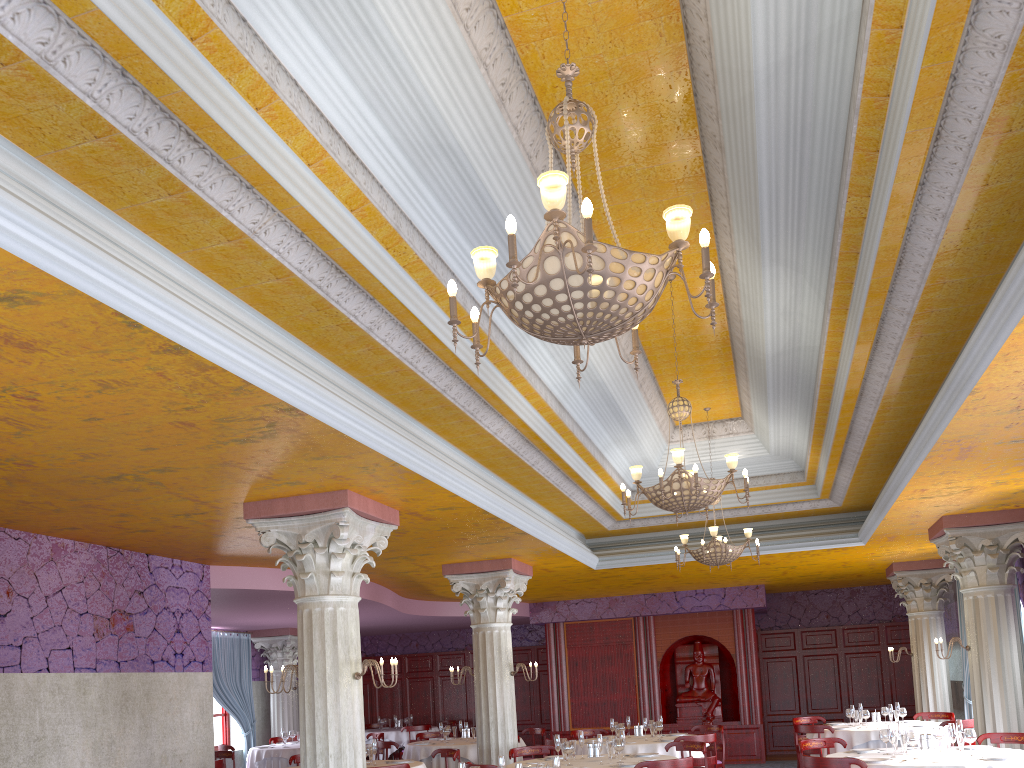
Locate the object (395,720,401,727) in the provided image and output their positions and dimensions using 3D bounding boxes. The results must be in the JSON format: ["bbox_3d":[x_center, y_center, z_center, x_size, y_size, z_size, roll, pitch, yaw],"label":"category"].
[{"bbox_3d":[-2.736,8.101,20.471,0.144,0.205,0.074,-3,-6,-3],"label":"object"}]

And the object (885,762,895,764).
[{"bbox_3d":[3.612,3.586,8.110,0.255,0.003,0.023,8,-22,-28],"label":"object"}]

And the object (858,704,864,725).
[{"bbox_3d":[5.525,5.226,13.556,0.074,0.325,0.076,1,-7,-37],"label":"object"}]

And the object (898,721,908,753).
[{"bbox_3d":[4.101,3.705,8.996,0.074,0.325,0.076,-2,-6,-15],"label":"object"}]

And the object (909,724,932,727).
[{"bbox_3d":[5.962,4.985,12.493,0.315,0.023,0.327,-9,-20,16],"label":"object"}]

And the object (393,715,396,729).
[{"bbox_3d":[-2.844,8.190,20.773,0.074,0.325,0.076,-4,-6,8],"label":"object"}]

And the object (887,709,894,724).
[{"bbox_3d":[5.909,5.185,13.357,0.087,0.230,0.086,-9,-9,41],"label":"object"}]

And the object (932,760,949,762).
[{"bbox_3d":[3.993,3.516,7.977,0.160,0.009,0.166,9,-23,-31],"label":"object"}]

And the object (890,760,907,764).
[{"bbox_3d":[3.632,3.565,8.078,0.257,0.019,0.057,6,-20,-23],"label":"object"}]

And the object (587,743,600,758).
[{"bbox_3d":[0.936,4.189,9.845,0.144,0.205,0.074,-3,-6,-3],"label":"object"}]

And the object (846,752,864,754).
[{"bbox_3d":[3.686,3.953,9.171,0.022,0.003,0.265,7,-22,-26],"label":"object"}]

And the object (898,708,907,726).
[{"bbox_3d":[5.889,5.015,12.906,0.124,0.256,0.124,-8,-9,30],"label":"object"}]

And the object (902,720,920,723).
[{"bbox_3d":[6.280,5.331,13.528,0.315,0.023,0.327,-9,-20,16],"label":"object"}]

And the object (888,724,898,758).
[{"bbox_3d":[3.794,3.564,8.547,0.075,0.325,0.075,-6,-6,30],"label":"object"}]

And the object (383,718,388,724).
[{"bbox_3d":[-3.063,8.199,20.664,0.123,0.256,0.126,3,-10,-37],"label":"object"}]

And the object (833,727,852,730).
[{"bbox_3d":[4.927,5.149,12.805,0.315,0.023,0.327,-9,-20,16],"label":"object"}]

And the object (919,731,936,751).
[{"bbox_3d":[4.209,3.615,8.695,0.144,0.205,0.074,-3,-6,-3],"label":"object"}]

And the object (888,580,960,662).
[{"bbox_3d":[4.793,1.777,5.579,2.107,3.457,30.453,-5,-19,16],"label":"object"}]

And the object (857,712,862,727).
[{"bbox_3d":[5.287,5.090,12.993,0.086,0.230,0.088,-3,-7,-3],"label":"object"}]

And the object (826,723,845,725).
[{"bbox_3d":[5.244,5.494,13.840,0.315,0.023,0.327,-9,-20,16],"label":"object"}]

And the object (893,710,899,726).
[{"bbox_3d":[5.779,5.020,12.865,0.086,0.230,0.088,-3,-7,-3],"label":"object"}]

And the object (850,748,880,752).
[{"bbox_3d":[3.821,3.973,9.280,0.313,0.023,0.330,1,-20,-13],"label":"object"}]

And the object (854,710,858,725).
[{"bbox_3d":[5.417,5.255,13.485,0.086,0.230,0.088,-3,-7,-3],"label":"object"}]

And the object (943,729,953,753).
[{"bbox_3d":[4.485,3.664,8.797,0.087,0.230,0.086,-9,-9,41],"label":"object"}]

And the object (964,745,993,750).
[{"bbox_3d":[4.856,3.810,8.968,0.315,0.023,0.327,-9,-20,16],"label":"object"}]

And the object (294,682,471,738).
[{"bbox_3d":[-2.680,6.344,16.866,0.356,1.145,5.862,3,-17,-44],"label":"object"}]

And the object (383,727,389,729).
[{"bbox_3d":[-3.124,8.459,21.057,0.313,0.023,0.330,-2,-19,-3],"label":"object"}]

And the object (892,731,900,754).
[{"bbox_3d":[3.993,3.734,8.925,0.086,0.230,0.088,-5,-7,19],"label":"object"}]

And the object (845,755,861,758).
[{"bbox_3d":[3.510,3.828,8.797,0.160,0.009,0.166,-9,-20,16],"label":"object"}]

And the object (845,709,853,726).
[{"bbox_3d":[5.306,5.235,13.447,0.124,0.256,0.124,-8,-9,30],"label":"object"}]

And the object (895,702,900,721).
[{"bbox_3d":[5.973,5.095,13.251,0.074,0.325,0.076,1,-7,-37],"label":"object"}]

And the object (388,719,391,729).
[{"bbox_3d":[-2.952,8.220,20.701,0.086,0.230,0.088,-3,-7,-3],"label":"object"}]

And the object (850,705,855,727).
[{"bbox_3d":[5.218,5.085,13.107,0.074,0.325,0.076,1,-7,-37],"label":"object"}]

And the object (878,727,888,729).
[{"bbox_3d":[5.417,5.037,12.537,0.160,0.009,0.166,9,-23,-31],"label":"object"}]

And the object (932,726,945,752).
[{"bbox_3d":[4.446,3.692,8.909,0.122,0.256,0.126,-4,-8,8],"label":"object"}]

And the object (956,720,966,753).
[{"bbox_3d":[4.550,3.575,8.692,0.074,0.325,0.076,-4,-6,8],"label":"object"}]

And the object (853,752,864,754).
[{"bbox_3d":[3.652,3.939,9.152,0.055,0.019,0.270,4,-20,-22],"label":"object"}]

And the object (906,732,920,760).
[{"bbox_3d":[3.901,3.516,8.325,0.122,0.256,0.127,-1,-8,-14],"label":"object"}]

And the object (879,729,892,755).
[{"bbox_3d":[3.882,3.714,8.887,0.124,0.256,0.124,-8,-9,30],"label":"object"}]

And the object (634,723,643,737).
[{"bbox_3d":[1.923,5.244,13.007,0.144,0.205,0.074,-3,-6,-3],"label":"object"}]

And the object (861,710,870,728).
[{"bbox_3d":[5.325,5.037,12.884,0.122,0.256,0.127,-1,-8,-14],"label":"object"}]

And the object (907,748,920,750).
[{"bbox_3d":[4.332,3.955,9.283,0.161,0.009,0.164,14,-26,-40],"label":"object"}]

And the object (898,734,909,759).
[{"bbox_3d":[3.863,3.569,8.434,0.087,0.230,0.086,-9,-9,41],"label":"object"}]

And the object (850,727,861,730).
[{"bbox_3d":[5.056,5.086,12.637,0.257,0.019,0.057,6,-20,-23],"label":"object"}]

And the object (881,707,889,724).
[{"bbox_3d":[5.870,5.212,13.468,0.122,0.256,0.126,-4,-8,8],"label":"object"}]

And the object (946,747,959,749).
[{"bbox_3d":[4.728,3.877,9.136,0.257,0.019,0.057,6,-20,-23],"label":"object"}]

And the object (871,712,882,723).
[{"bbox_3d":[5.633,5.136,13.255,0.144,0.205,0.074,-3,-6,-3],"label":"object"}]

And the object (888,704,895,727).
[{"bbox_3d":[5.666,4.954,12.802,0.074,0.325,0.076,1,-7,-37],"label":"object"}]
